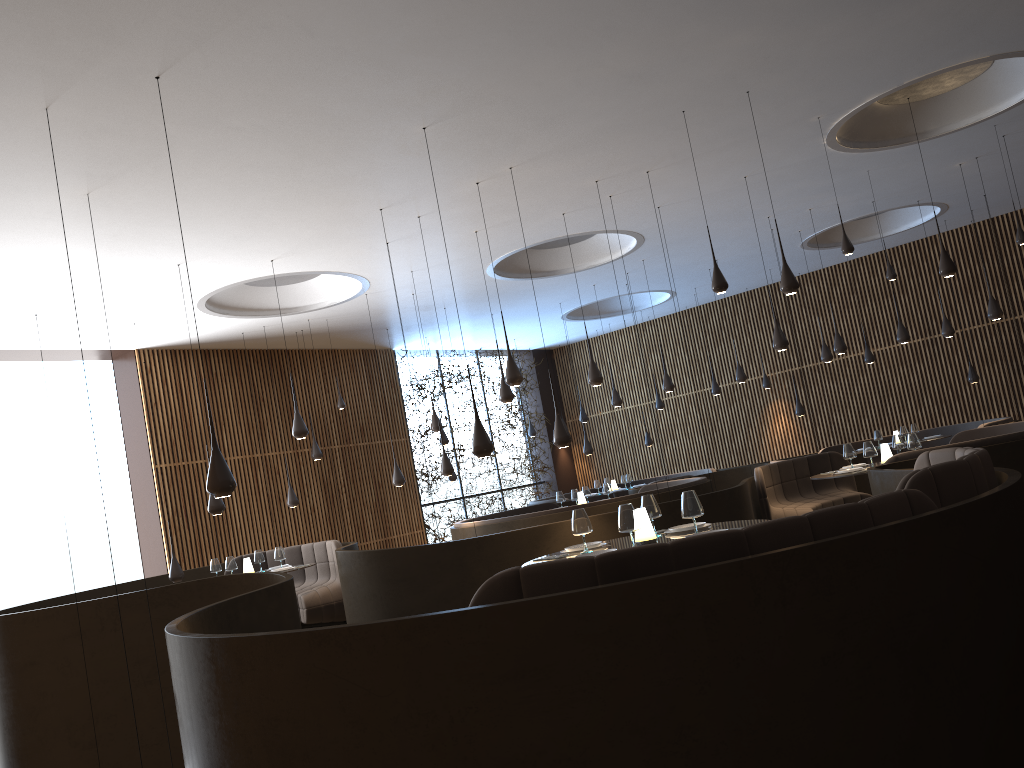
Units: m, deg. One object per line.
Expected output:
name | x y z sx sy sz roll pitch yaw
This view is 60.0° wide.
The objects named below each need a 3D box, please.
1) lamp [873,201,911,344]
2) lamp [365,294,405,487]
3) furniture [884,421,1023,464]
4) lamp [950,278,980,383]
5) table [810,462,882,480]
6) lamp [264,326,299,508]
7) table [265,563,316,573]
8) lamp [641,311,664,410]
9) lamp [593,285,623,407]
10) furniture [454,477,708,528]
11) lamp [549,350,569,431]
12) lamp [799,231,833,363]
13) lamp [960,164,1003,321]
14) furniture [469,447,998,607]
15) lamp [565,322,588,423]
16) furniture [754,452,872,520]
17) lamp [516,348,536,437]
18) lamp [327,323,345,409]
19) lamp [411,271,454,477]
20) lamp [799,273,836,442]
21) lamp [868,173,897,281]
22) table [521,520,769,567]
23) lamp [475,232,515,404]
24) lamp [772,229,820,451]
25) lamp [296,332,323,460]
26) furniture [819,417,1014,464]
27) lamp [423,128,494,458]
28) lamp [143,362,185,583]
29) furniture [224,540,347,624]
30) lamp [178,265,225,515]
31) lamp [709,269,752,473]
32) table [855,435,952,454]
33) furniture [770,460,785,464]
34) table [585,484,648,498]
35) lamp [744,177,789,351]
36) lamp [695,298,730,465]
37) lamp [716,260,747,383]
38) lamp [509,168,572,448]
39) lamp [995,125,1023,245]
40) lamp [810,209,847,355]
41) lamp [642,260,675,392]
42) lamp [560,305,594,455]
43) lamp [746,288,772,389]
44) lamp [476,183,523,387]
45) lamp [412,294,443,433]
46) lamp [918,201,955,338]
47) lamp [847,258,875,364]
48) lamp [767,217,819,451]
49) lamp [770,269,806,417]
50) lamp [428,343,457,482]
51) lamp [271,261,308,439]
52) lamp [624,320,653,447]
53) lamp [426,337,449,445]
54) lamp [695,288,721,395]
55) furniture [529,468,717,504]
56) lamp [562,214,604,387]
lamp | 5.734 -1.705 13.495 0.196 2.219 0.196 -14 -6 34
lamp | -1.950 0.083 13.373 0.196 2.955 0.196 -10 -5 -6
furniture | 5.658 1.022 9.984 1.987 1.045 3.931 -15 -8 35
lamp | 8.169 -1.469 16.296 0.196 2.955 0.196 -13 -5 24
table | 4.225 1.382 9.682 1.670 1.022 1.678 -9 -6 -16
lamp | -3.752 0.516 14.250 0.196 2.955 0.196 -13 -5 24
table | -3.240 2.940 11.212 1.677 1.022 1.671 -14 -7 30
lamp | 3.070 -0.524 19.612 0.196 2.219 0.196 -13 -5 24
lamp | 1.676 -0.686 15.828 0.195 2.219 0.196 -9 -5 -16
furniture | 1.113 2.310 13.408 3.885 1.116 3.794 -12 -6 14
lamp | 1.149 0.163 22.551 0.195 2.219 0.196 -8 -5 -26
lamp | 4.959 -1.441 14.566 0.195 2.219 0.196 -9 -5 -16
lamp | 6.457 -1.972 12.275 0.196 2.219 0.196 -14 -6 34
furniture | 1.764 1.119 4.961 4.235 1.119 1.475 -6 -7 -38
lamp | 1.357 -0.261 19.122 0.196 2.219 0.196 -13 -5 24
furniture | 3.897 1.488 11.553 2.528 1.058 0.934 -4 -8 -45
lamp | 0.296 0.167 21.179 0.195 2.219 0.196 -8 -5 -26
lamp | -2.939 -0.328 14.667 0.133 1.505 0.133 -14 -6 34
lamp | -1.161 -0.158 12.535 0.196 2.955 0.196 -11 -5 4
lamp | 6.598 0.746 18.340 0.195 6.263 0.196 -7 -6 -36
lamp | 4.891 -2.110 11.776 0.133 1.505 0.133 -14 -6 34
table | 0.977 1.547 5.776 1.670 1.022 1.678 -5 -8 -42
lamp | -0.255 -0.847 11.189 0.196 2.219 0.195 -15 -7 44
lamp | 4.734 0.597 13.922 0.195 6.263 0.196 -9 -5 -16
lamp | -3.512 0.201 15.174 0.195 2.219 0.196 -8 -5 -26
furniture | 7.374 1.321 15.445 1.978 1.045 3.949 -8 -7 -19
lamp | -0.508 -0.818 7.727 0.195 2.955 0.196 -9 -5 -16
lamp | -4.668 1.155 11.780 0.196 2.955 0.196 -10 -5 -6
furniture | -3.068 2.768 12.025 2.539 1.058 0.930 -15 -7 35
lamp | -3.641 0.049 10.273 0.195 2.955 0.196 -9 -5 -16
lamp | 4.233 0.943 16.179 0.195 6.263 0.196 -7 -6 -36
table | 6.700 1.531 15.115 1.676 1.022 1.672 -14 -7 28
furniture | 5.046 1.730 14.890 0.899 1.045 2.539 -10 -6 -10
table | 2.246 2.732 18.444 1.672 1.022 1.676 -10 -6 0
lamp | 3.118 -1.500 10.992 0.196 2.219 0.196 -10 -5 -6
lamp | 4.450 1.171 18.567 0.195 6.263 0.196 -7 -6 -36
lamp | 3.837 -1.112 15.642 0.195 2.219 0.196 -9 -5 -16
lamp | 0.256 -0.804 9.116 0.196 2.955 0.195 -15 -7 44
lamp | 6.061 -2.432 10.814 0.133 1.505 0.133 -14 -6 34
lamp | 4.684 -1.535 13.239 0.195 2.219 0.196 -9 -5 -16
lamp | 2.370 -0.960 14.569 0.195 2.219 0.196 -9 -5 -16
lamp | 1.192 -0.105 16.899 0.196 2.955 0.196 -14 -6 34
lamp | 5.304 -0.988 19.175 0.196 2.219 0.196 -13 -5 24
lamp | -0.167 -1.063 9.411 0.195 2.219 0.196 -9 -5 -16
lamp | -1.365 -0.332 13.945 0.196 2.219 0.195 -14 -6 34
lamp | 6.654 -1.820 13.991 0.196 2.219 0.196 -13 -5 24
lamp | 6.615 -1.481 16.950 0.196 2.219 0.196 -12 -5 14
lamp | 4.429 0.558 13.072 0.195 6.263 0.196 -9 -5 -16
lamp | 5.382 -0.822 17.450 0.196 2.955 0.196 -13 -5 24
lamp | -1.493 0.589 18.642 0.195 2.955 0.196 -9 -5 -16
lamp | -2.750 -0.427 10.807 0.195 2.219 0.196 -9 -5 -16
lamp | 2.876 -0.027 20.390 0.196 2.955 0.196 -13 -5 24
lamp | -1.548 0.144 17.918 0.195 2.219 0.196 -9 -5 -16
lamp | 3.937 -0.868 17.984 0.196 2.219 0.196 -13 -5 24
furniture | 2.364 2.594 18.235 3.889 1.045 3.795 -12 -6 16
lamp | 0.853 -1.064 11.123 0.196 2.219 0.196 -14 -6 34
